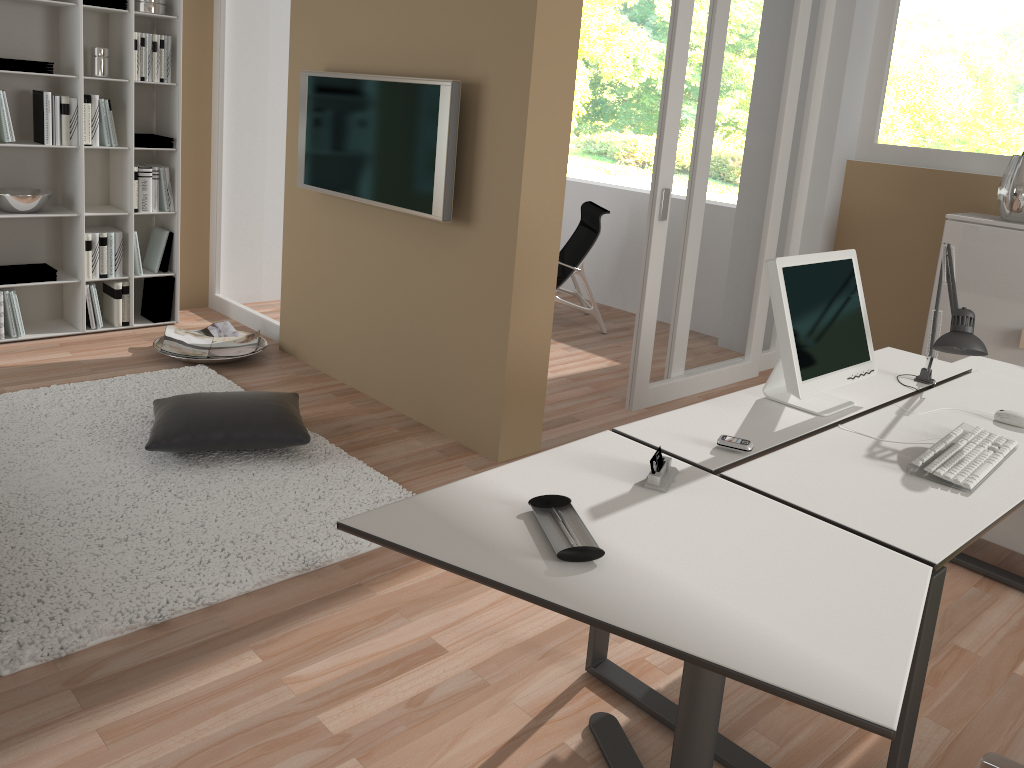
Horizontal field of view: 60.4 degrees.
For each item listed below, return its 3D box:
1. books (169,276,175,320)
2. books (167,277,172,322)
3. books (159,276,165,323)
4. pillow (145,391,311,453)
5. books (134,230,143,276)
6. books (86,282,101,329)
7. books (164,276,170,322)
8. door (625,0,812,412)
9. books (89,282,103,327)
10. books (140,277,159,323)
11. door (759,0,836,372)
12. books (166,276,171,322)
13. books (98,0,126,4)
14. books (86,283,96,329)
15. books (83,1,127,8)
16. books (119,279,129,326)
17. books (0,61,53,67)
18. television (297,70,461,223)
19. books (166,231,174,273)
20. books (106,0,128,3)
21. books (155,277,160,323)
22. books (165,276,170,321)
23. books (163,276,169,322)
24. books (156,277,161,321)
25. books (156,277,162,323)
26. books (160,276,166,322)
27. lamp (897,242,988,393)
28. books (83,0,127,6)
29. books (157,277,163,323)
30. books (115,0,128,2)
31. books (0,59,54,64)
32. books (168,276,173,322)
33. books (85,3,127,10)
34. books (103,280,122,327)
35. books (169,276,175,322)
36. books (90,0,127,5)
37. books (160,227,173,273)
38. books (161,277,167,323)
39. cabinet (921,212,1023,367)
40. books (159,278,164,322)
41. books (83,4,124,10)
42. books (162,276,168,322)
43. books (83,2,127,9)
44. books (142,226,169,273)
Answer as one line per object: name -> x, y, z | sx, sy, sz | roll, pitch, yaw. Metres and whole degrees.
books -> -2.096, -0.533, 5.308 | 0.032, 0.267, 0.223 | -6, 17, -42
books -> -2.104, -0.529, 5.301 | 0.032, 0.262, 0.215 | -6, 17, -42
books -> -2.136, -0.521, 5.271 | 0.032, 0.262, 0.215 | -6, 17, -42
pillow -> -1.152, 0.147, 3.573 | 0.609, 0.204, 0.599 | -1, 18, -18
books -> -2.213, -0.775, 5.121 | 0.060, 0.253, 0.211 | -6, 18, -43
books -> -2.404, -0.461, 5.011 | 0.058, 0.251, 0.212 | -6, 18, -42
books -> -2.118, -0.529, 5.291 | 0.032, 0.264, 0.218 | -6, 17, -42
door -> 1.136, -1.215, 4.595 | 1.196, 2.583, 0.061 | -7, 17, -44
books -> -2.402, -0.470, 5.034 | 0.058, 0.251, 0.212 | -6, 18, -42
books -> -2.160, -0.516, 5.249 | 0.032, 0.262, 0.215 | -6, 17, -42
door -> 1.363, -1.288, 4.884 | 1.196, 2.583, 0.046 | -7, 17, -44
books -> -2.107, -0.529, 5.296 | 0.032, 0.266, 0.221 | -6, 17, -43
books -> -2.260, -2.072, 4.766 | 0.303, 0.006, 0.212 | 20, 23, 40
books -> -2.426, -0.460, 4.996 | 0.060, 0.253, 0.211 | -6, 18, -43
books -> -2.262, -2.057, 4.772 | 0.302, 0.006, 0.213 | 19, 22, 37
books -> -2.285, -0.488, 5.126 | 0.040, 0.252, 0.211 | -6, 18, -43
books -> -2.565, -1.660, 4.549 | 0.300, 0.007, 0.214 | -12, 24, -42
television -> -0.646, -1.110, 4.001 | 0.055, 0.564, 1.198 | -6, 19, -43
books -> -2.092, -0.806, 5.277 | 0.043, 0.232, 0.215 | -6, 18, -42
books -> -2.256, -2.078, 4.768 | 0.302, 0.007, 0.213 | 20, 23, 38
books -> -2.156, -0.517, 5.251 | 0.032, 0.263, 0.216 | -6, 17, -43
books -> -2.115, -0.529, 5.295 | 0.032, 0.264, 0.218 | -6, 17, -42
books -> -2.119, -0.525, 5.285 | 0.032, 0.263, 0.216 | -6, 17, -43
books -> -2.155, -0.521, 5.258 | 0.032, 0.264, 0.218 | -6, 17, -42
books -> -2.151, -0.522, 5.261 | 0.032, 0.264, 0.218 | -6, 17, -42
books -> -2.132, -0.525, 5.274 | 0.032, 0.267, 0.223 | -6, 17, -42
lamp -> 1.290, -0.137, 2.655 | 0.140, 0.515, 0.553 | 7, 15, 10
books -> -2.259, -2.061, 4.769 | 0.302, 0.006, 0.213 | 20, 23, 38
books -> -2.143, -0.521, 5.262 | 0.032, 0.266, 0.221 | -6, 17, -43
books -> -2.256, -2.083, 4.767 | 0.302, 0.007, 0.213 | 20, 23, 38
books -> -2.559, -1.669, 4.546 | 0.300, 0.007, 0.214 | -12, 24, -42
books -> -2.100, -0.529, 5.305 | 0.032, 0.262, 0.215 | -6, 17, -42
books -> -2.261, -2.046, 4.773 | 0.302, 0.006, 0.213 | 20, 23, 38
books -> -2.312, -0.481, 5.095 | 0.040, 0.252, 0.211 | -6, 18, -42
books -> -2.092, -0.531, 5.312 | 0.032, 0.262, 0.215 | -6, 17, -42
books -> -2.258, -2.066, 4.767 | 0.302, 0.006, 0.213 | 20, 23, 38
books -> -2.098, -0.807, 5.272 | 0.043, 0.237, 0.223 | -6, 18, -42
books -> -2.128, -0.523, 5.278 | 0.032, 0.262, 0.215 | -6, 17, -42
cabinet -> 2.843, -0.174, 4.245 | 0.419, 1.057, 1.554 | -7, 19, -43
books -> -2.140, -0.521, 5.267 | 0.032, 0.262, 0.215 | -6, 17, -42
books -> -2.263, -2.041, 4.773 | 0.302, 0.007, 0.213 | 20, 23, 38
books -> -2.124, -0.524, 5.282 | 0.032, 0.262, 0.215 | -6, 17, -42
books -> -2.261, -2.051, 4.772 | 0.302, 0.006, 0.213 | 20, 23, 38
books -> -2.124, -0.804, 5.249 | 0.085, 0.240, 0.212 | -6, 18, -42
